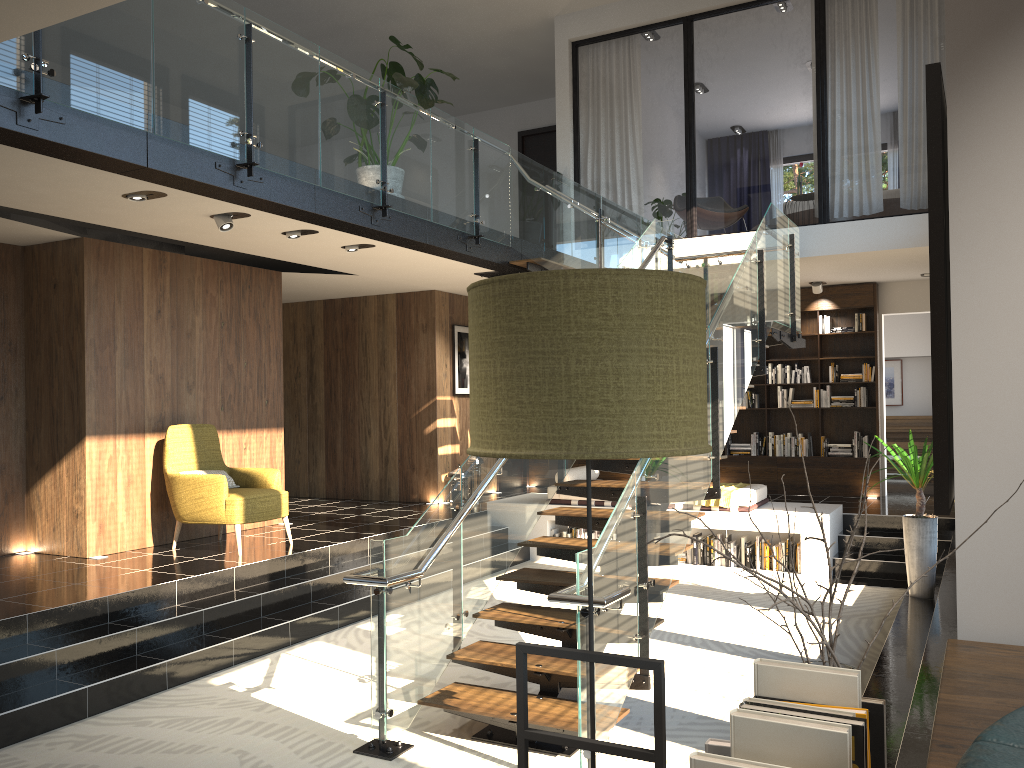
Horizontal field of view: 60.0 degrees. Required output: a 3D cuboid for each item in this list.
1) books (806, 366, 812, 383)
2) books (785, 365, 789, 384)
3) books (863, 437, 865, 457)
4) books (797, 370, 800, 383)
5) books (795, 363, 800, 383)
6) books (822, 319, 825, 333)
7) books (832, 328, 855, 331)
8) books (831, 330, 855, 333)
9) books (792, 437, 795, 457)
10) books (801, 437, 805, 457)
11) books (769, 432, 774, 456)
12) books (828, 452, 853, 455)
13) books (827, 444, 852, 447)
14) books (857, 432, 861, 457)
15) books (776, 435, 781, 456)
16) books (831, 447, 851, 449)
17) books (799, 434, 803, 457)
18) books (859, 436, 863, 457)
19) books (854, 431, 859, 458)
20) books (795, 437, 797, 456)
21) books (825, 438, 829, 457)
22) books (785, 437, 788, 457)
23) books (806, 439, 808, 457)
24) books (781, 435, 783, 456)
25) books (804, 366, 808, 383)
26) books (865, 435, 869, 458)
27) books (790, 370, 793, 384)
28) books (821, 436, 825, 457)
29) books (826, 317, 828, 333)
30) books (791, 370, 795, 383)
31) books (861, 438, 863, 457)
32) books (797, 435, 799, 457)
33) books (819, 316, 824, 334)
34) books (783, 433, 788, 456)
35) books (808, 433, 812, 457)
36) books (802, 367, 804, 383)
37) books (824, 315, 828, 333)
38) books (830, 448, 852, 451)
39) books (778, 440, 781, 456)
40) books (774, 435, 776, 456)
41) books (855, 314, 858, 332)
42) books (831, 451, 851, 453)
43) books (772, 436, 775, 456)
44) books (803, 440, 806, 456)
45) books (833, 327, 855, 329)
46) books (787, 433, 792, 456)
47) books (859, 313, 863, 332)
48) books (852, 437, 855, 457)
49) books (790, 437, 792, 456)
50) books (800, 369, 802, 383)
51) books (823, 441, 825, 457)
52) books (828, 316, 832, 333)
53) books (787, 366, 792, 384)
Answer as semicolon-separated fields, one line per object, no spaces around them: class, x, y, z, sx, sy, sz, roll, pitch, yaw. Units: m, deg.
books;3.858;-0.120;11.519;0.046;0.219;0.145;-1;-1;28
books;3.611;-0.126;11.633;0.030;0.244;0.142;-1;-1;28
books;4.445;0.795;11.167;0.023;0.254;0.191;-1;-1;28
books;3.749;-0.097;11.556;0.027;0.179;0.164;-1;-1;28
books;3.725;-0.140;11.575;0.032;0.265;0.149;-1;-1;28
books;4.024;-0.740;11.434;0.030;0.189;0.152;-1;-1;28
books;4.235;-0.688;11.325;0.288;0.025;0.175;-1;-1;24
books;4.238;-0.663;11.331;0.285;0.025;0.176;-2;-1;29
books;3.686;0.816;11.576;0.034;0.255;0.194;-1;-1;28
books;3.780;0.815;11.514;0.028;0.250;0.162;-1;-1;28
books;3.427;0.794;11.701;0.035;0.312;0.160;-1;-1;28
books;4.196;0.888;11.311;0.286;0.030;0.176;-2;-1;27
books;4.192;0.783;11.307;0.288;0.030;0.175;-2;-2;32
books;4.384;0.768;11.202;0.027;0.311;0.149;-1;-1;28
books;3.505;0.810;11.662;0.030;0.276;0.160;-1;-1;28
books;4.200;0.811;11.320;0.251;0.026;0.148;-1;-1;24
books;3.762;0.794;11.538;0.025;0.294;0.177;-1;-1;28
books;4.411;0.790;11.199;0.023;0.267;0.147;-1;-1;28
books;4.358;0.761;11.214;0.030;0.326;0.195;-1;-1;28
books;3.714;0.817;11.563;0.029;0.250;0.142;-1;-1;28
books;4.044;0.814;11.374;0.026;0.238;0.159;-1;-1;28
books;3.605;0.817;11.604;0.025;0.255;0.202;-1;-1;28
books;3.835;0.826;11.506;0.026;0.227;0.129;-1;-1;28
books;3.564;0.806;11.655;0.031;0.280;0.141;-1;-1;28
books;3.826;-0.120;11.534;0.024;0.220;0.148;-1;-1;28
books;4.463;0.784;11.150;0.025;0.274;0.204;-1;-1;28
books;3.664;-0.093;11.616;0.021;0.176;0.161;-1;-1;28
books;4.009;0.803;11.417;0.024;0.263;0.174;-1;-1;28
books;4.076;-0.755;11.428;0.025;0.217;0.159;-1;-1;28
books;3.695;-0.092;11.602;0.047;0.171;0.167;-1;-1;28
books;4.429;0.806;11.185;0.022;0.234;0.178;-1;-1;28
books;3.736;0.802;11.545;0.028;0.280;0.154;-1;-1;28
books;4.002;-0.760;11.460;0.030;0.231;0.177;-1;-1;28
books;3.591;0.797;11.639;0.032;0.298;0.169;-1;-1;28
books;3.861;0.785;11.504;0.022;0.307;0.131;-1;-1;28
books;3.812;-0.113;11.564;0.030;0.208;0.119;-1;-1;28
books;4.052;-0.762;11.433;0.021;0.233;0.148;-1;-1;28
books;4.195;0.836;11.309;0.263;0.024;0.167;-1;-1;23
books;3.535;0.840;11.659;0.025;0.214;0.170;-1;-1;28
books;3.493;0.812;11.698;0.025;0.274;0.150;-1;-1;28
books;4.380;-0.770;11.250;0.030;0.231;0.176;-1;-1;28
books;4.201;0.861;11.321;0.250;0.026;0.148;-1;-1;25
books;3.460;0.818;11.694;0.030;0.262;0.173;-1;-1;28
books;3.813;0.829;11.519;0.026;0.221;0.145;-1;-1;28
books;4.245;-0.711;11.345;0.246;0.021;0.148;-2;-1;28
books;3.639;0.792;11.608;0.032;0.305;0.155;-1;-1;28
books;4.413;-0.771;11.192;0.036;0.228;0.198;-1;-1;28
books;4.333;0.802;11.225;0.026;0.247;0.149;-1;-1;28
books;3.658;0.820;11.584;0.023;0.246;0.149;-1;-1;28
books;3.776;-0.102;11.553;0.024;0.187;0.148;-1;-1;28
books;4.025;0.834;11.393;0.025;0.199;0.149;-1;-1;28
books;4.087;-0.754;11.397;0.026;0.213;0.195;-1;-1;28
books;3.632;-0.121;11.609;0.028;0.231;0.167;-1;-1;28
